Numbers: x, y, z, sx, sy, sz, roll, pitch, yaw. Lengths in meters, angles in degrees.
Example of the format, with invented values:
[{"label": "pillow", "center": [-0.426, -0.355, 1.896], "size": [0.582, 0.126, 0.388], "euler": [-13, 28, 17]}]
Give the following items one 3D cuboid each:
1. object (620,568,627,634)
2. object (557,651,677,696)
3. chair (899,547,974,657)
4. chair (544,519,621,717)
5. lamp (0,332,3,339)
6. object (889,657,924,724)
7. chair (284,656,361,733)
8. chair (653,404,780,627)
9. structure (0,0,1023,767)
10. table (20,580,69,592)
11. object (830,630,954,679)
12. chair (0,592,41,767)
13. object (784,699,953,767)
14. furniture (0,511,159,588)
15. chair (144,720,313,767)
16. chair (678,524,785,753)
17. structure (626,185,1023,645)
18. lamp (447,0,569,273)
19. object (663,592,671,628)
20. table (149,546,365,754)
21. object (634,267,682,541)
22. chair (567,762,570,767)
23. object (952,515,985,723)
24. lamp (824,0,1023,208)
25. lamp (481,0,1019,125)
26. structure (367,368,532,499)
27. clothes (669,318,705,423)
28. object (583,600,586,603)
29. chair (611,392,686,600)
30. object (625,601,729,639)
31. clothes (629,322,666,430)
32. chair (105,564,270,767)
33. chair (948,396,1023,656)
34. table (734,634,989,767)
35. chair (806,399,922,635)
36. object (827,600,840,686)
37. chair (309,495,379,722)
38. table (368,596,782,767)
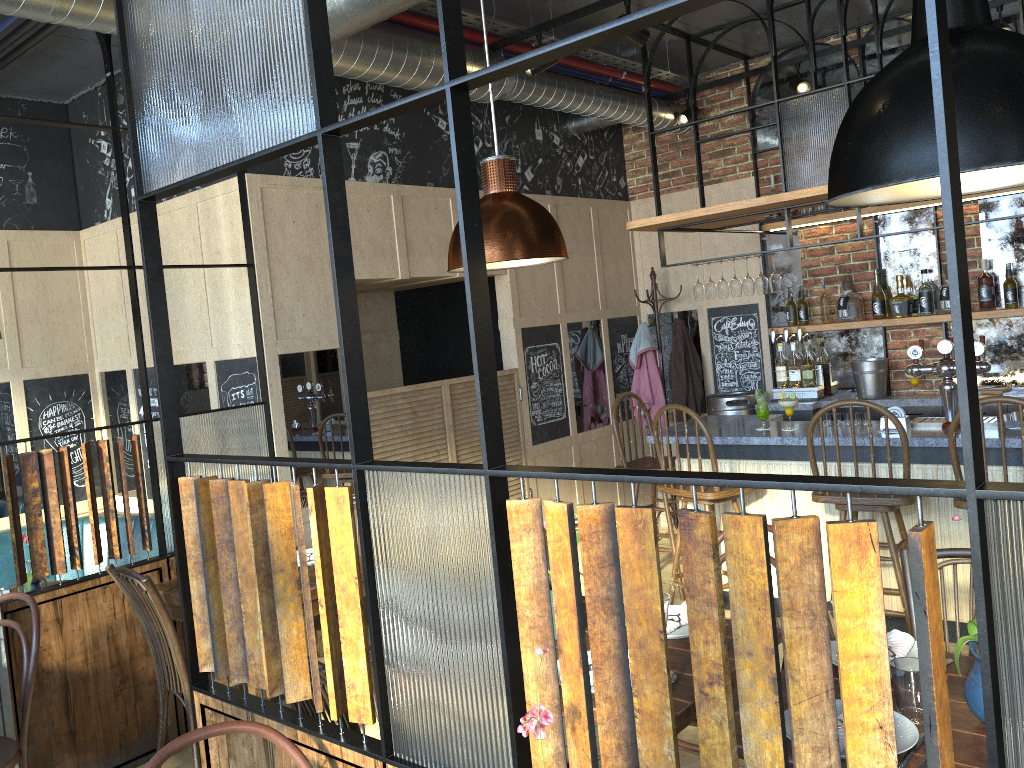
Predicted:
[{"label": "object", "center": [0.308, 0.648, 2.597], "size": [0.098, 0.191, 0.098], "euler": [-6, 2, -2]}, {"label": "object", "center": [0.243, 0.746, 2.297], "size": [0.340, 0.051, 0.257], "euler": [-2, 5, 44]}, {"label": "chair", "center": [1.174, 0.941, 2.292], "size": [0.424, 0.914, 0.498], "euler": [-4, 3, 41]}, {"label": "chair", "center": [0.264, 0.982, 3.104], "size": [0.415, 0.914, 0.509], "euler": [-5, 2, 15]}, {"label": "lamp", "center": [-2.560, -0.849, 3.945], "size": [0.377, 1.333, 0.360], "euler": [-5, 2, 14]}, {"label": "object", "center": [0.875, 0.669, 1.921], "size": [0.087, 0.119, 0.081], "euler": [-5, 3, 24]}, {"label": "chair", "center": [-0.357, 1.092, 2.414], "size": [0.498, 0.914, 0.424], "euler": [-8, 3, -44]}, {"label": "chair", "center": [1.023, 0.673, 4.539], "size": [0.397, 1.194, 0.452], "euler": [-7, 2, -30]}, {"label": "structure", "center": [0.733, -0.293, 3.422], "size": [6.061, 3.321, 5.824], "euler": [-4, 4, 25]}, {"label": "table", "center": [-2.278, 1.339, 4.128], "size": [0.778, 0.602, 0.711], "euler": [-3, 4, 41]}, {"label": "object", "center": [0.918, 0.680, 2.234], "size": [0.340, 0.051, 0.257], "euler": [-2, 5, 44]}, {"label": "chair", "center": [-1.790, 1.211, 2.867], "size": [0.457, 0.919, 0.527], "euler": [-4, 3, 33]}, {"label": "object", "center": [0.723, 0.725, 1.857], "size": [0.340, 0.051, 0.257], "euler": [-2, 5, 44]}, {"label": "furniture", "center": [-2.347, 1.214, 4.452], "size": [1.510, 0.821, 1.425], "euler": [-3, 4, 41]}, {"label": "chair", "center": [-0.433, 1.155, 1.578], "size": [0.422, 0.919, 0.570], "euler": [-7, 3, -27]}, {"label": "chair", "center": [0.678, 0.956, 2.841], "size": [0.528, 0.919, 0.456], "euler": [-7, 3, -32]}, {"label": "structure", "center": [2.151, 0.045, 4.776], "size": [2.448, 2.171, 1.663], "euler": [-3, 4, 41]}, {"label": "lamp", "center": [-0.078, -1.021, 2.642], "size": [0.377, 1.333, 0.360], "euler": [-5, 2, 14]}, {"label": "object", "center": [0.380, 0.658, 2.334], "size": [0.095, 0.191, 0.102], "euler": [-7, 2, -29]}, {"label": "table", "center": [-1.003, 1.169, 3.763], "size": [0.785, 0.726, 0.717], "euler": [-3, 4, 41]}, {"label": "object", "center": [1.102, 0.133, 6.488], "size": [0.347, 1.987, 0.359], "euler": [-7, 2, -27]}, {"label": "chair", "center": [0.078, 1.061, 2.197], "size": [0.498, 0.914, 0.424], "euler": [-8, 3, -44]}, {"label": "object", "center": [1.021, 0.505, 1.846], "size": [0.131, 0.431, 0.227], "euler": [-7, 2, -31]}, {"label": "lamp", "center": [0.871, -1.069, 1.807], "size": [0.506, 1.325, 0.552], "euler": [-7, 3, -36]}, {"label": "lamp", "center": [0.576, -1.638, 2.890], "size": [7.563, 0.273, 5.986], "euler": [-3, 5, 41]}, {"label": "structure", "center": [1.792, 0.293, 4.472], "size": [5.136, 0.993, 1.237], "euler": [-5, 3, 18]}, {"label": "clothes", "center": [1.263, -0.099, 6.407], "size": [0.221, 0.770, 0.227], "euler": [-4, 2, 38]}, {"label": "object", "center": [0.068, 0.718, 2.983], "size": [0.340, 0.051, 0.257], "euler": [-2, 5, 44]}, {"label": "chair", "center": [0.887, 0.636, 5.316], "size": [0.431, 1.194, 0.415], "euler": [-4, 3, 40]}, {"label": "object", "center": [0.458, 0.701, 2.635], "size": [0.340, 0.051, 0.257], "euler": [-2, 5, 44]}, {"label": "clothes", "center": [0.972, -0.052, 6.395], "size": [0.234, 0.790, 0.278], "euler": [-7, 2, -23]}, {"label": "chair", "center": [-1.235, 1.113, 3.479], "size": [0.498, 0.914, 0.424], "euler": [-8, 3, -44]}, {"label": "chair", "center": [2.109, 0.620, 3.627], "size": [0.455, 1.194, 0.394], "euler": [-4, 3, 45]}, {"label": "table", "center": [1.090, 1.077, 1.854], "size": [1.079, 0.726, 0.695], "euler": [-3, 4, 41]}, {"label": "chair", "center": [1.643, 0.642, 4.035], "size": [0.454, 1.194, 0.395], "euler": [-4, 2, 35]}, {"label": "object", "center": [0.808, 0.628, 2.120], "size": [0.095, 0.191, 0.102], "euler": [-7, 2, -29]}, {"label": "chair", "center": [-0.735, 1.017, 4.131], "size": [0.415, 0.914, 0.509], "euler": [-5, 2, 15]}, {"label": "table", "center": [0.199, 1.118, 2.635], "size": [1.079, 0.726, 0.695], "euler": [-3, 4, 41]}]
